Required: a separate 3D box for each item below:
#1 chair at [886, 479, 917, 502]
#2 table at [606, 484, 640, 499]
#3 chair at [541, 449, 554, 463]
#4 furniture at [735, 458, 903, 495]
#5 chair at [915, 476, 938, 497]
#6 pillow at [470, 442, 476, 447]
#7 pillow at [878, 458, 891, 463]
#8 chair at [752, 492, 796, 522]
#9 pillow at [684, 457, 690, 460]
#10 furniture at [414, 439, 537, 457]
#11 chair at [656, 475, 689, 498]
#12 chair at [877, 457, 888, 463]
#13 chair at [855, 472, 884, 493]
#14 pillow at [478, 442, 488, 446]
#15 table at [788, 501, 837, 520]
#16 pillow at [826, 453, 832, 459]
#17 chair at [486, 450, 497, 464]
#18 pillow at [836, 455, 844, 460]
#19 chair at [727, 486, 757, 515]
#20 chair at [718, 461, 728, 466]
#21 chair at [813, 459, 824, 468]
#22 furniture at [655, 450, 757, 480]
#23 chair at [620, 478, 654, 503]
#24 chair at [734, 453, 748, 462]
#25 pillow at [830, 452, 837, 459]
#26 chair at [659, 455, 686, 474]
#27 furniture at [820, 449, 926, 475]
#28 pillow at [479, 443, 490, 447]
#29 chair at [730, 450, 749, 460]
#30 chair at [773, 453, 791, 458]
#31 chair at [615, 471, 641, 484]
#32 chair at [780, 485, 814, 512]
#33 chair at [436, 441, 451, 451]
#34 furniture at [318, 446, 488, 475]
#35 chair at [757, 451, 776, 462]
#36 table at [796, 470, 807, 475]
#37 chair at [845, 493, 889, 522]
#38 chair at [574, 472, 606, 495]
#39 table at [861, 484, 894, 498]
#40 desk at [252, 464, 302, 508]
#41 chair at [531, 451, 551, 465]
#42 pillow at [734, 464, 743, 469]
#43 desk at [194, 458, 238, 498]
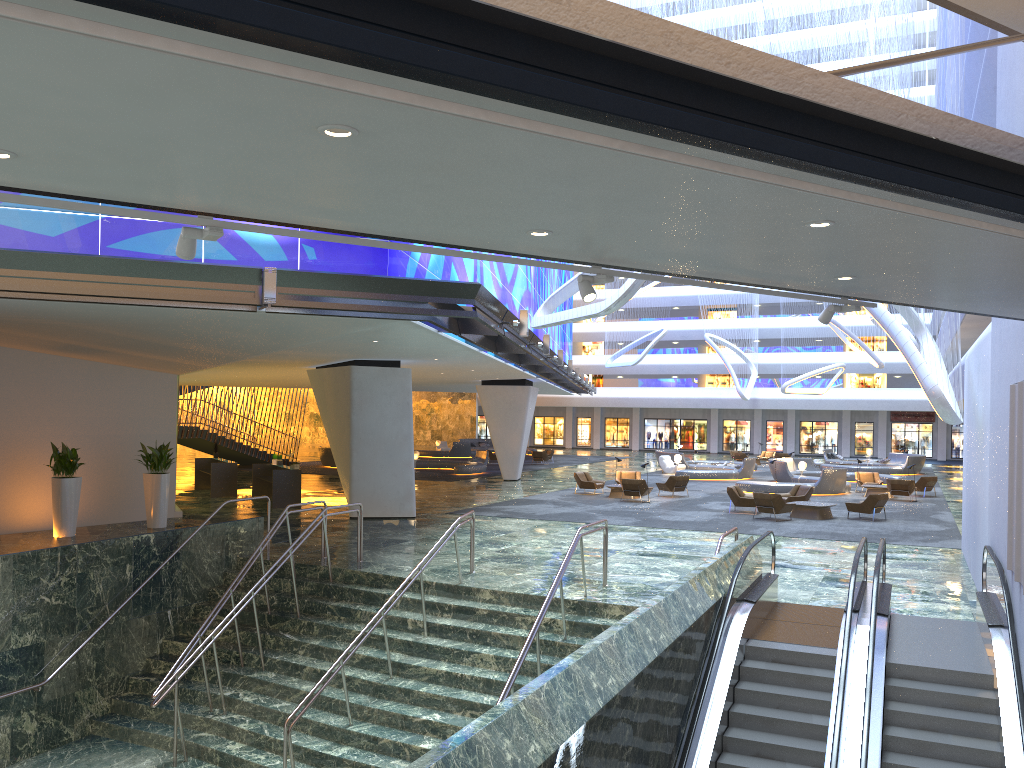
[{"bbox_3d":[13.503,3.676,30.757,0.929,0.766,0.939,0,-1,30],"label":"chair"},{"bbox_3d":[3.875,3.682,30.348,1.203,0.392,1.204,0,-2,25],"label":"table"},{"bbox_3d":[1.897,4.172,51.172,0.939,0.766,0.929,2,-1,-27],"label":"chair"},{"bbox_3d":[12.192,3.713,36.434,5.185,0.969,9.932,-1,-3,41],"label":"furniture"},{"bbox_3d":[15.108,3.769,32.722,0.930,0.766,0.939,2,-1,-32],"label":"chair"},{"bbox_3d":[-2.858,4.245,62.308,0.315,0.386,0.785,0,-2,41],"label":"pillow"},{"bbox_3d":[20.563,4.230,48.898,0.692,0.262,0.877,1,-2,-14],"label":"pillow"},{"bbox_3d":[7.147,3.354,24.335,0.939,0.766,0.929,2,-1,-39],"label":"chair"},{"bbox_3d":[9.402,4.082,48.153,0.443,0.207,0.445,1,-2,-14],"label":"pillow"},{"bbox_3d":[-2.727,4.230,59.159,5.185,0.969,9.932,-1,-3,41],"label":"furniture"},{"bbox_3d":[5.626,3.548,30.835,0.930,0.766,0.939,2,-1,-32],"label":"chair"},{"bbox_3d":[21.256,4.457,50.070,0.930,0.766,0.939,2,-1,-32],"label":"chair"},{"bbox_3d":[13.710,3.792,34.102,0.929,0.766,0.939,1,-1,8],"label":"chair"},{"bbox_3d":[-2.021,4.283,62.917,0.775,0.366,0.317,2,-1,-24],"label":"pillow"},{"bbox_3d":[8.487,3.582,25.100,1.203,0.392,1.203,-1,-2,42],"label":"table"},{"bbox_3d":[19.091,4.303,53.133,0.295,0.369,0.769,0,-2,37],"label":"pillow"},{"bbox_3d":[-0.961,4.065,49.422,0.939,0.766,0.930,1,-1,-5],"label":"chair"},{"bbox_3d":[19.602,4.384,53.260,0.685,0.280,0.874,2,-2,-28],"label":"pillow"},{"bbox_3d":[6.831,3.405,26.024,0.938,0.766,0.930,0,-1,26],"label":"chair"},{"bbox_3d":[10.470,4.281,46.279,1.785,0.501,0.585,1,-1,-12],"label":"chair"},{"bbox_3d":[17.438,4.537,50.404,0.491,0.501,0.586,2,-1,-31],"label":"chair"},{"bbox_3d":[9.429,3.918,43.914,5.184,0.969,9.933,0,-2,16],"label":"furniture"},{"bbox_3d":[4.022,3.455,28.870,0.929,0.766,0.939,0,-1,30],"label":"chair"},{"bbox_3d":[13.473,4.375,51.492,0.939,0.766,0.929,1,-1,-24],"label":"chair"},{"bbox_3d":[19.295,4.281,53.079,0.315,0.386,0.785,0,-2,40],"label":"pillow"},{"bbox_3d":[7.787,3.938,43.055,1.157,0.882,0.729,0,-1,44],"label":"chair"},{"bbox_3d":[20.024,4.279,49.395,5.184,0.969,9.933,0,-2,21],"label":"furniture"},{"bbox_3d":[-1.987,4.321,62.723,0.692,0.262,0.878,1,-2,15],"label":"pillow"},{"bbox_3d":[13.860,4.476,54.290,0.929,0.766,0.939,1,-1,-22],"label":"chair"},{"bbox_3d":[15.916,4.439,52.174,0.929,0.766,0.939,1,-1,3],"label":"chair"},{"bbox_3d":[4.228,3.571,32.215,0.929,0.766,0.939,1,-1,8],"label":"chair"},{"bbox_3d":[8.582,3.464,26.913,0.939,0.766,0.929,1,-1,-14],"label":"chair"},{"bbox_3d":[-4.565,4.272,59.058,0.729,0.882,1.157,1,-1,-21],"label":"chair"},{"bbox_3d":[-5.469,3.655,43.477,9.926,0.969,5.188,-1,-3,41],"label":"furniture"},{"bbox_3d":[15.568,4.498,54.108,0.929,0.766,0.939,0,-2,43],"label":"chair"},{"bbox_3d":[12.222,3.947,37.450,0.418,0.595,0.428,1,-1,23],"label":"table"},{"bbox_3d":[9.938,3.415,24.769,0.930,0.766,0.938,2,-2,-41],"label":"chair"},{"bbox_3d":[2.727,3.518,31.380,0.938,0.766,0.930,0,-1,33],"label":"chair"},{"bbox_3d":[13.356,3.904,32.236,1.203,0.392,1.204,0,-2,24],"label":"table"},{"bbox_3d":[-7.111,3.033,26.668,0.814,1.097,2.978,1,-2,-27],"label":"desk"},{"bbox_3d":[1.568,4.101,49.235,0.929,0.766,0.939,0,-1,23],"label":"chair"},{"bbox_3d":[10.620,3.781,40.499,0.692,0.262,0.878,0,-2,33],"label":"pillow"},{"bbox_3d":[-9.849,3.080,29.421,0.814,1.097,2.977,1,-2,-29],"label":"desk"}]
